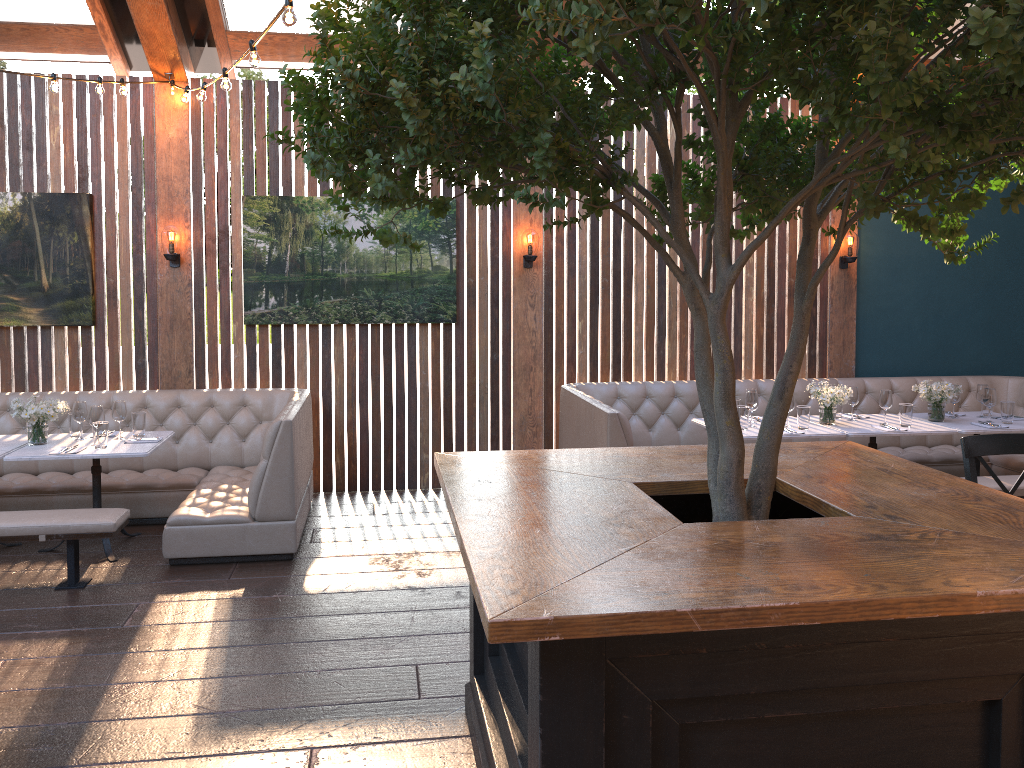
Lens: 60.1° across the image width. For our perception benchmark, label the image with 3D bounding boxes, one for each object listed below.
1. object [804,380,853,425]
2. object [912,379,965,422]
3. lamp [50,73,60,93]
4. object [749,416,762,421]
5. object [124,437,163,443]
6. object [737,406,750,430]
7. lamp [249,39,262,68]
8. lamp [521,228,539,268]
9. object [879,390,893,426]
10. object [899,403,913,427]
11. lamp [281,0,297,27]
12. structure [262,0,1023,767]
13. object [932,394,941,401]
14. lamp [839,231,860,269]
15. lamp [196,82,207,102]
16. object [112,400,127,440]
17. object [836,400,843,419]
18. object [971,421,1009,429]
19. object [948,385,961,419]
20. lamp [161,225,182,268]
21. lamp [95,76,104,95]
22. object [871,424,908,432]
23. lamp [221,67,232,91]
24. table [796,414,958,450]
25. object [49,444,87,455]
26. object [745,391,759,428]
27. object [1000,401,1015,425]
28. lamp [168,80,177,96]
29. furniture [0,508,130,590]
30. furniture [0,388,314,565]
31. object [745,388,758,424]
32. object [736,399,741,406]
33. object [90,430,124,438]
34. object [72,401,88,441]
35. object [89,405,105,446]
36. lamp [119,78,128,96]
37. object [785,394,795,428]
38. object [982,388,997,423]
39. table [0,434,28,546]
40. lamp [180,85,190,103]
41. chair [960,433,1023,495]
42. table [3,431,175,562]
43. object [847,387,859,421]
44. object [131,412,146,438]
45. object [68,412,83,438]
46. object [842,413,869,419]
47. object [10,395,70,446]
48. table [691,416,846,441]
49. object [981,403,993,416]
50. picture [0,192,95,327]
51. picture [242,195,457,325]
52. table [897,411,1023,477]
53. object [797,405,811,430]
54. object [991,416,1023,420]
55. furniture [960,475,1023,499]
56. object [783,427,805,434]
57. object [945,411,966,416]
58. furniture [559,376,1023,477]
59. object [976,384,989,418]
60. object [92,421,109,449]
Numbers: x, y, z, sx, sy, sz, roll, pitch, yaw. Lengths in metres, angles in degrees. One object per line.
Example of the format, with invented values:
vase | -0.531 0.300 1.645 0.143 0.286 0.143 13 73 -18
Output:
object | 2.250 0.129 6.261 0.329 0.308 0.337 3 6 34
object | 3.071 0.113 6.399 0.330 0.308 0.337 -4 7 -43
lamp | -2.742 -1.805 5.307 0.056 0.121 0.056 1 4 16
object | 1.783 0.250 6.470 0.157 0.019 0.256 -1 7 -8
object | -2.351 0.352 5.593 0.255 0.019 0.158 -1 7 -8
object | 1.570 0.231 6.024 0.092 0.158 0.092 -2 4 -22
lamp | -1.144 -1.469 3.939 0.056 0.120 0.056 -1 4 -21
lamp | 0.143 -1.089 7.102 0.146 0.319 0.178 -1 4 -9
object | 2.628 0.165 6.225 0.092 0.244 0.092 3 4 39
object | 2.732 0.218 6.139 0.092 0.158 0.092 -2 4 -22
lamp | -0.819 -1.374 3.251 0.056 0.121 0.056 -2 4 -28
structure | 0.690 -0.489 2.724 2.851 3.684 2.726 0 4 0
object | 3.162 0.163 6.622 0.092 0.158 0.092 -2 4 -22
lamp | 2.862 -1.137 7.510 0.146 0.319 0.178 -1 4 -9
lamp | -1.851 -1.743 5.277 0.062 0.118 0.056 2 4 33
object | -2.511 0.231 5.663 0.092 0.244 0.092 3 4 39
object | 2.392 0.175 6.515 0.092 0.158 0.092 -2 4 -22
object | 3.328 0.281 6.193 0.157 0.019 0.256 -1 7 -8
object | 3.262 0.130 6.533 0.092 0.244 0.092 2 4 34
lamp | -2.573 -1.042 6.696 0.146 0.319 0.178 -1 4 -9
lamp | -2.689 -1.946 5.769 0.056 0.121 0.056 0 3 -6
object | 2.576 0.295 6.072 0.157 0.019 0.256 -1 7 -8
lamp | -1.491 -1.588 4.615 0.056 0.120 0.056 -3 5 -42
table | 2.581 0.611 6.338 0.798 0.670 0.802 -1 5 -8
object | -2.644 0.387 5.284 0.157 0.019 0.256 -1 7 -8
object | 1.661 0.176 6.133 0.092 0.244 0.092 3 4 39
object | 3.507 0.204 6.263 0.092 0.158 0.092 -2 4 -22
lamp | -2.528 -2.204 6.592 0.061 0.118 0.056 2 4 27
furniture | -3.313 0.929 4.765 2.328 0.398 0.314 -1 4 -9
furniture | -3.470 0.578 5.820 4.157 0.856 1.718 -1 6 -9
object | 1.707 0.156 6.305 0.092 0.244 0.092 3 4 39
object | 1.606 0.189 6.397 0.092 0.158 0.092 -2 4 -22
object | -2.664 0.328 5.806 0.157 0.019 0.256 -1 7 -8
object | -2.753 0.234 5.642 0.092 0.244 0.092 3 4 39
object | -2.552 0.256 5.444 0.092 0.244 0.092 3 4 39
lamp | -2.657 -2.028 6.051 0.056 0.120 0.056 -3 5 -43
object | 1.906 0.179 6.109 0.092 0.244 0.092 3 4 39
object | 3.414 0.153 6.326 0.092 0.244 0.092 2 4 34
table | -3.415 0.716 5.440 0.798 0.670 0.802 -1 5 -8
lamp | -2.197 -1.945 5.938 0.065 0.118 0.056 3 5 40
chair | 2.168 0.747 3.631 0.477 1.017 0.541 -1 4 -9
table | -2.608 0.702 5.561 0.798 0.670 0.802 -1 5 -9
object | 2.468 0.144 6.411 0.092 0.244 0.092 3 4 39
object | -2.423 0.265 5.744 0.092 0.158 0.092 -2 4 -22
object | -2.824 0.266 5.732 0.092 0.158 0.092 -2 4 -22
object | 2.555 0.237 6.587 0.157 0.019 0.256 -1 7 -8
object | -2.929 0.218 5.492 0.329 0.308 0.338 0 5 4
table | 1.774 0.625 6.217 0.798 0.670 0.802 -1 5 -9
object | 3.566 0.160 6.641 0.092 0.158 0.092 -2 4 -22
picture | -3.973 -0.920 6.541 1.650 0.995 0.065 -1 3 -9
picture | -1.261 -0.968 6.953 1.650 0.995 0.065 -1 3 -9
table | 3.388 0.597 6.459 0.798 0.670 0.802 -1 5 -9
object | 1.985 0.231 6.026 0.092 0.158 0.092 -2 4 -22
object | 3.638 0.247 6.495 0.255 0.019 0.158 -1 7 -8
furniture | 2.694 0.825 5.665 2.328 0.398 0.314 -1 4 -9
object | 1.845 0.309 5.958 0.157 0.019 0.256 -1 7 -8
object | 3.319 0.224 6.695 0.157 0.019 0.256 -1 7 -8
furniture | 2.513 0.474 6.716 4.157 0.856 1.718 -1 6 -9
object | 3.489 0.127 6.562 0.092 0.244 0.092 2 4 34
object | -2.485 0.310 5.345 0.092 0.158 0.092 -2 4 -22
